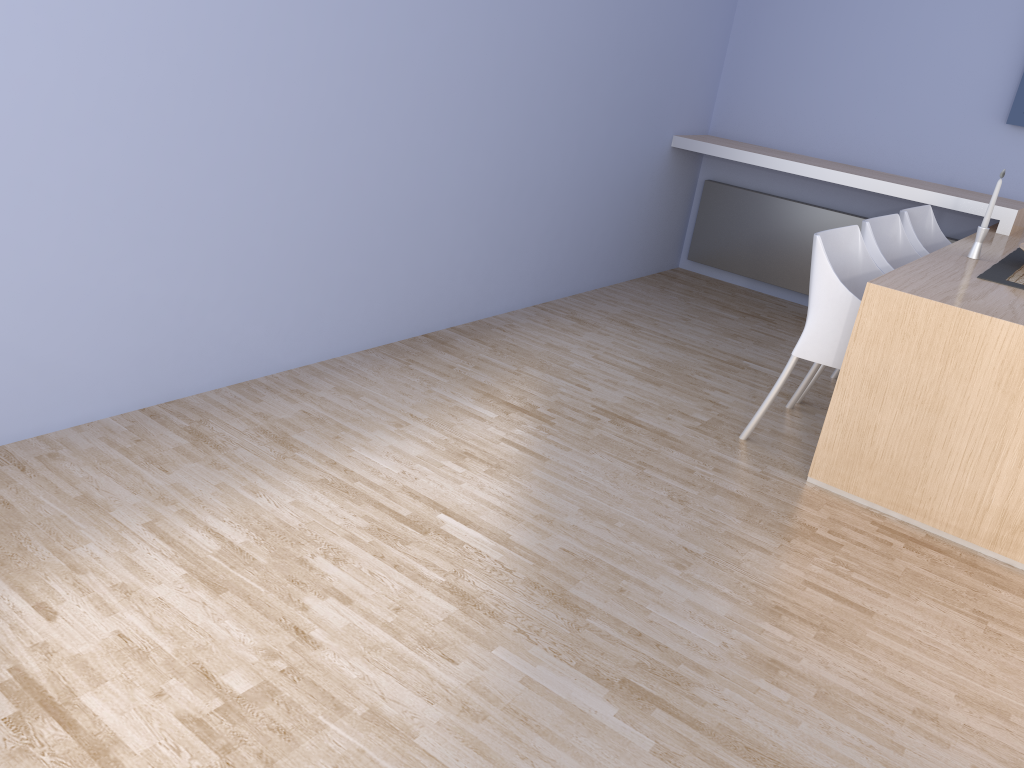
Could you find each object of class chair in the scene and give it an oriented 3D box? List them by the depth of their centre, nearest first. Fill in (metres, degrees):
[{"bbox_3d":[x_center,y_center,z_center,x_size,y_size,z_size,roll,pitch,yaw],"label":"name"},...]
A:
[{"bbox_3d":[1.247,-0.135,3.247,0.486,0.793,0.510,23,26,31],"label":"chair"},{"bbox_3d":[1.592,-0.262,3.688,0.486,0.793,0.510,23,26,31],"label":"chair"},{"bbox_3d":[1.937,-0.389,4.129,0.486,0.793,0.510,23,26,31],"label":"chair"}]

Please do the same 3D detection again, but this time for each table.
[{"bbox_3d":[2.165,-0.083,3.569,1.002,0.718,2.340,23,26,31],"label":"table"}]

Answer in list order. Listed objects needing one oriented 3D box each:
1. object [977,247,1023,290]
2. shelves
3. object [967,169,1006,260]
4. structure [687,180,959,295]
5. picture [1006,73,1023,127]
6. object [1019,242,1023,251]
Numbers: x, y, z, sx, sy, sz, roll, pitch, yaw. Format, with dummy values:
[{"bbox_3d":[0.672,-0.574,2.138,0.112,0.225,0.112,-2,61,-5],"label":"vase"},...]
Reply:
[{"bbox_3d":[2.160,-0.387,3.347,0.594,0.005,0.986,23,26,31],"label":"object"},{"bbox_3d":[2.525,-0.438,4.409,3.901,0.840,0.463,23,26,31],"label":"shelves"},{"bbox_3d":[1.833,-0.654,3.410,0.045,0.349,0.045,3,23,-13],"label":"object"},{"bbox_3d":[2.673,-0.378,4.546,3.843,0.503,0.064,23,26,31],"label":"structure"},{"bbox_3d":[3.032,-1.504,3.942,1.252,0.901,0.049,23,26,31],"label":"picture"},{"bbox_3d":[2.164,-0.427,3.334,0.493,0.081,0.493,-7,27,-34],"label":"object"}]
